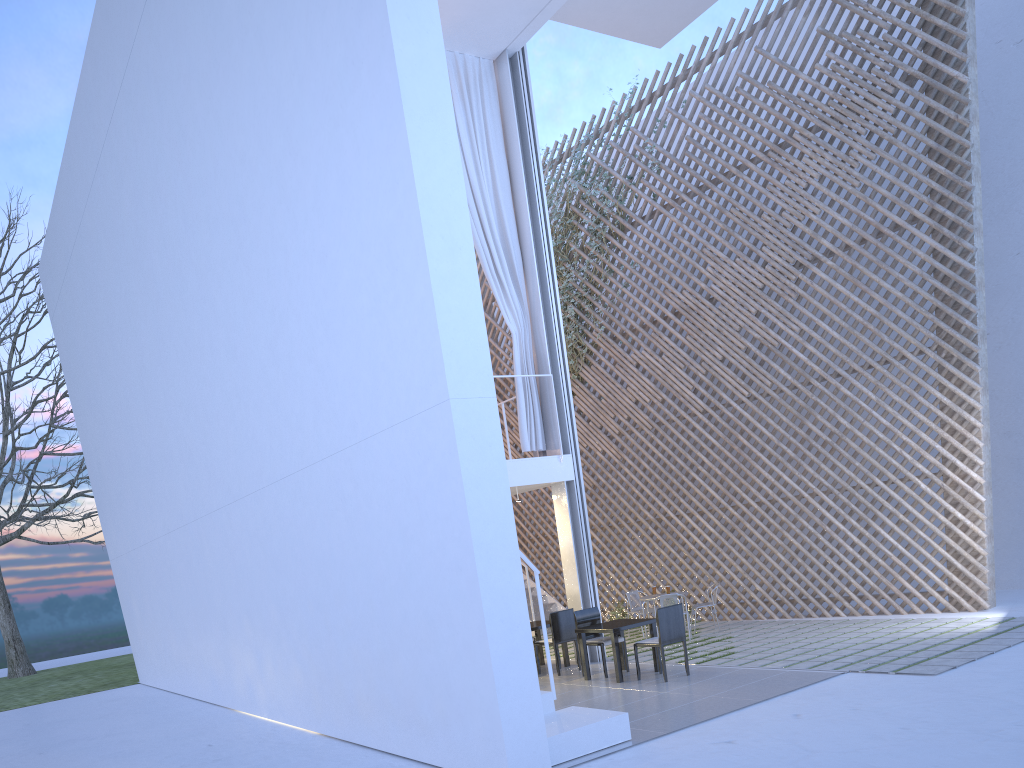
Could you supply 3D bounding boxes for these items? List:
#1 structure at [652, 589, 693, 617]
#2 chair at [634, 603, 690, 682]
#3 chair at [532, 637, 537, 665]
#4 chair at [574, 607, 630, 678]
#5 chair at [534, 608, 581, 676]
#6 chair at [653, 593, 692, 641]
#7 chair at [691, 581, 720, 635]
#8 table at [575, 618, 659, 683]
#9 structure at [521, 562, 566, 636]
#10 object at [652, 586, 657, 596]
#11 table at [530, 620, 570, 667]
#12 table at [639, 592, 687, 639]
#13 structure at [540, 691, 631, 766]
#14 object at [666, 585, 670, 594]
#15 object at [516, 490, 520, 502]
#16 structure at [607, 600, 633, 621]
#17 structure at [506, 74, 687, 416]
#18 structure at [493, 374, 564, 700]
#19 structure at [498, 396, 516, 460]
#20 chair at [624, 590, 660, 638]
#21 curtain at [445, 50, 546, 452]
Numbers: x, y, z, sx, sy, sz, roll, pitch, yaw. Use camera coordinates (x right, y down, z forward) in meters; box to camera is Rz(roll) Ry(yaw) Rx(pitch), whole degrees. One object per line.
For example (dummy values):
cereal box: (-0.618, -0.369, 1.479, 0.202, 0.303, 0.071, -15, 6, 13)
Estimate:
structure: (1.384, 1.930, 7.101, 0.324, 0.330, 0.283, -9, 1, 41)
chair: (0.839, 1.474, 4.688, 0.184, 0.449, 0.239, -14, 8, -34)
chair: (0.026, 1.831, 5.852, 0.184, 0.449, 0.239, -14, 8, -34)
chair: (0.558, 1.601, 5.106, 0.184, 0.449, 0.239, -14, 8, -34)
chair: (0.287, 1.713, 5.462, 0.184, 0.449, 0.239, -14, 8, -34)
chair: (1.174, 1.715, 6.051, 0.266, 0.389, 0.237, -8, 5, 11)
chair: (1.498, 1.725, 6.357, 0.251, 0.389, 0.252, -8, 4, 6)
table: (0.648, 1.606, 4.970, 0.348, 0.338, 0.359, -8, -1, -34)
structure: (-0.563, 1.668, 8.361, 1.131, 2.005, 2.008, -13, 3, -41)
object: (1.115, 1.618, 6.443, 0.032, 0.079, 0.030, -7, 8, 11)
table: (-0.074, 1.836, 5.560, 0.890, 0.335, 0.359, -3, -3, -33)
table: (1.181, 1.801, 6.385, 0.355, 0.340, 0.337, -9, 0, 18)
structure: (-0.433, 0.269, 4.864, 1.659, 3.381, 3.738, -13, 2, -35)
object: (1.189, 1.571, 6.263, 0.032, 0.079, 0.030, -7, 8, 11)
object: (-1.093, 1.383, 5.933, 1.623, 0.828, 1.899, -4, -9, -36)
structure: (1.012, 2.127, 7.636, 0.259, 0.266, 0.266, -9, 0, -27)
structure: (0.664, -0.818, 7.194, 0.701, 2.788, 2.411, -17, 7, -43)
structure: (0.215, 0.680, 4.461, 1.316, 1.829, 1.464, -11, 3, -34)
structure: (-0.189, 0.486, 6.194, 0.026, 0.562, 1.751, -16, -3, -36)
chair: (1.060, 1.857, 6.678, 0.253, 0.389, 0.250, -11, 5, -34)
curtain: (-0.143, -0.763, 5.079, 0.490, 2.483, 0.097, -15, 13, -35)
